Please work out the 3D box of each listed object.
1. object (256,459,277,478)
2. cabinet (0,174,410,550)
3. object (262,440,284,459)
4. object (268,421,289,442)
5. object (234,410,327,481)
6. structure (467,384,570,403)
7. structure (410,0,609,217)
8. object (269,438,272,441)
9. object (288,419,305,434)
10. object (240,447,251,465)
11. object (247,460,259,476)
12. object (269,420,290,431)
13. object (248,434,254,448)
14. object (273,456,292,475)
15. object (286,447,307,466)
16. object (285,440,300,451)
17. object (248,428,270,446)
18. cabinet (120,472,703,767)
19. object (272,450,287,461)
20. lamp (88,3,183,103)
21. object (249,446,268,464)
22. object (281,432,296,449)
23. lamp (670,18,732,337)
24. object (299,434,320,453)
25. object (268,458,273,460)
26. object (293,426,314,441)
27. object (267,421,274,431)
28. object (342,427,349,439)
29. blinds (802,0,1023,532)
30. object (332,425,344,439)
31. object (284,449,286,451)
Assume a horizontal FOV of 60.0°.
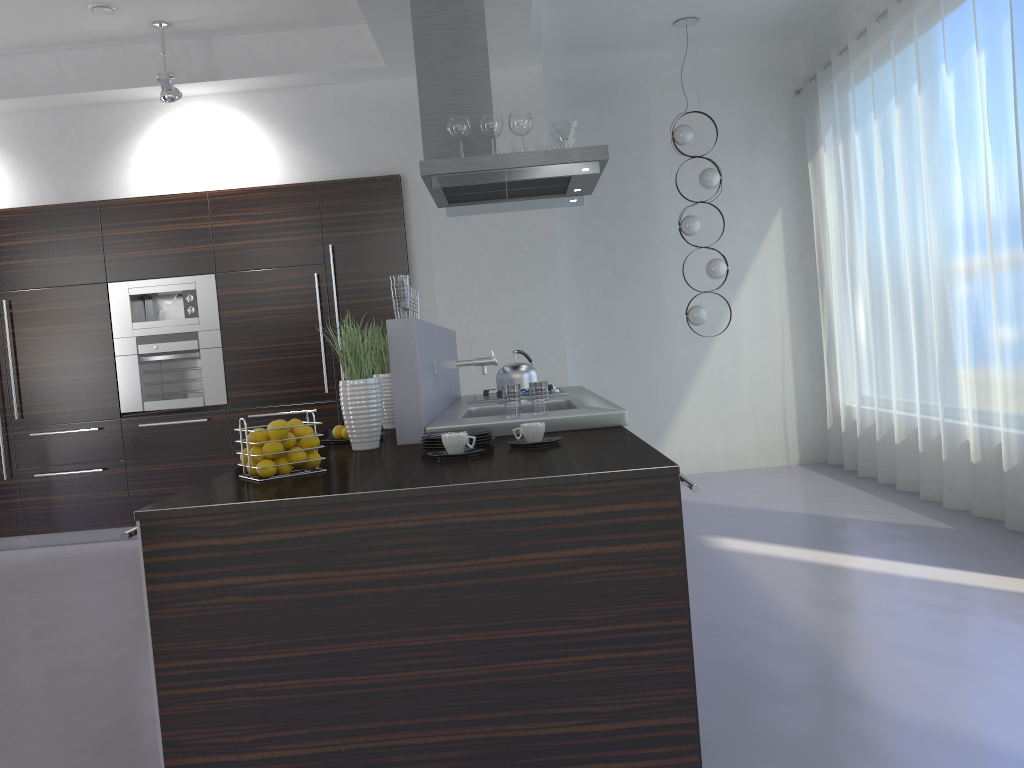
[{"bbox_3d":[-0.684,0.236,2.471,0.062,0.052,0.053,-3,3,40],"label":"object"},{"bbox_3d":[-2.502,-0.137,6.776,3.600,2.500,0.669,-5,2,0],"label":"cabinet"},{"bbox_3d":[-0.670,0.184,2.487,0.053,0.054,0.061,-7,3,-43],"label":"object"},{"bbox_3d":[-0.656,0.133,2.494,0.059,0.060,0.050,-5,2,0],"label":"object"},{"bbox_3d":[-0.670,0.173,2.560,0.207,0.174,0.189,-6,3,-35],"label":"object"},{"bbox_3d":[0.033,0.034,4.792,0.519,0.055,0.709,-5,2,0],"label":"structure"},{"bbox_3d":[-0.031,-1.613,4.731,0.915,1.231,0.981,-5,2,0],"label":"structure"},{"bbox_3d":[-0.701,0.179,2.610,0.052,0.053,0.062,-6,2,-28],"label":"object"},{"bbox_3d":[-0.640,0.132,2.628,0.057,0.060,0.052,-5,2,-12],"label":"object"},{"bbox_3d":[-0.762,0.210,2.572,0.052,0.054,0.061,-6,2,-23],"label":"object"},{"bbox_3d":[-0.731,0.237,2.544,0.063,0.053,0.051,-5,2,8],"label":"object"},{"bbox_3d":[-0.674,0.130,2.568,0.063,0.053,0.051,-5,2,2],"label":"object"},{"bbox_3d":[-0.739,0.162,2.570,0.053,0.052,0.061,-4,2,13],"label":"object"},{"bbox_3d":[-0.653,0.233,2.522,0.050,0.055,0.061,-7,3,-44],"label":"object"},{"bbox_3d":[-0.613,0.206,2.522,0.062,0.053,0.052,-3,3,37],"label":"object"},{"bbox_3d":[-0.647,0.172,2.594,0.051,0.053,0.064,-5,2,3],"label":"object"},{"bbox_3d":[-0.718,0.151,2.515,0.063,0.053,0.051,-4,2,13],"label":"object"},{"bbox_3d":[-0.204,0.608,3.727,1.377,0.852,3.285,-5,2,0],"label":"cabinet"},{"bbox_3d":[-0.671,0.223,2.578,0.052,0.060,0.057,-5,2,6],"label":"object"},{"bbox_3d":[-2.417,-2.108,5.728,0.171,0.511,0.605,-4,3,32],"label":"lamp"},{"bbox_3d":[-0.720,0.201,2.517,0.051,0.055,0.061,-6,2,-20],"label":"object"},{"bbox_3d":[-0.647,0.161,2.533,0.061,0.051,0.055,-5,2,-5],"label":"object"},{"bbox_3d":[1.408,-1.537,6.696,0.367,2.370,0.180,-5,2,-6],"label":"lamp"},{"bbox_3d":[-0.582,0.171,2.551,0.060,0.055,0.053,-3,3,43],"label":"object"},{"bbox_3d":[-0.701,0.195,2.541,0.062,0.053,0.051,-5,2,8],"label":"object"},{"bbox_3d":[-0.608,0.144,2.584,0.053,0.051,0.063,-7,3,-44],"label":"object"},{"bbox_3d":[-0.693,0.133,2.625,0.063,0.051,0.053,-7,3,-42],"label":"object"},{"bbox_3d":[-0.632,0.189,3.430,0.052,0.054,0.061,-6,2,-23],"label":"object"},{"bbox_3d":[2.476,-0.836,5.686,0.120,3.112,3.245,-5,2,0],"label":"blinds"},{"bbox_3d":[-0.674,0.190,3.479,0.060,0.058,0.070,-5,2,-1],"label":"object"},{"bbox_3d":[-0.667,0.221,2.641,0.052,0.057,0.060,-5,2,2],"label":"object"}]
